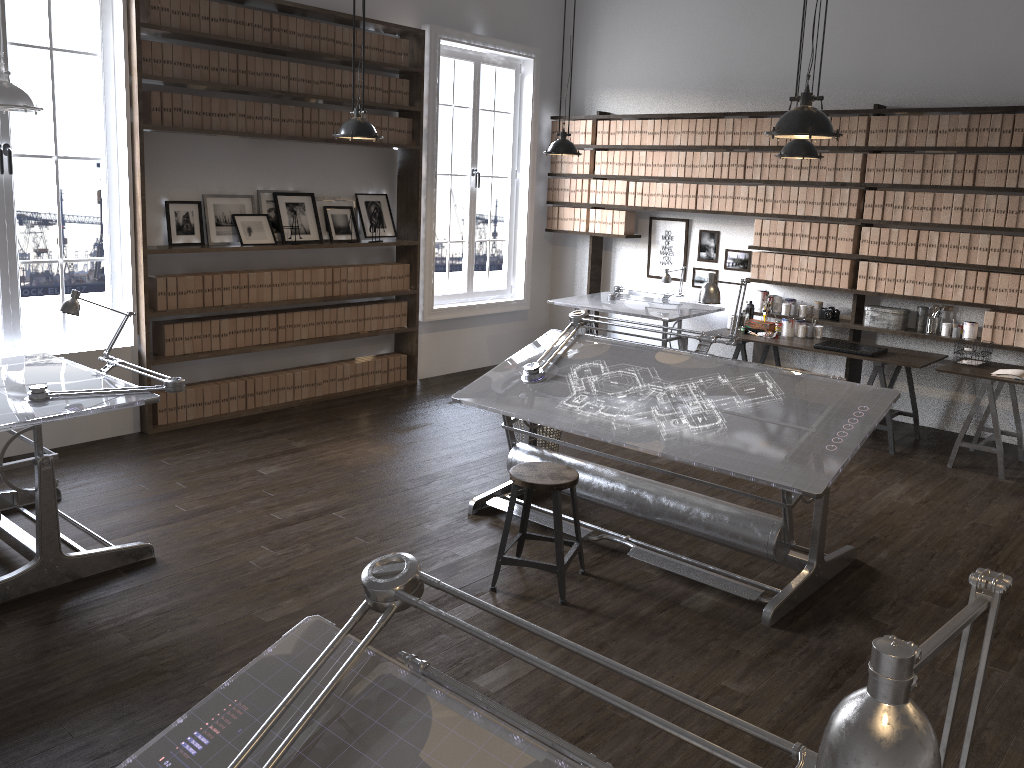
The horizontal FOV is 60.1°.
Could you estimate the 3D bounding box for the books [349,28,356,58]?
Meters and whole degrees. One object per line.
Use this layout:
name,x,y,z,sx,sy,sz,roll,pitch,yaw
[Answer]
books,-1.307,-2.669,6.968,0.175,0.223,0.067,12,14,40

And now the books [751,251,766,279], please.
books,2.096,-1.005,7.485,0.067,0.224,0.175,11,14,40

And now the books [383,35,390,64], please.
books,-1.076,-2.716,7.219,0.175,0.224,0.067,12,14,40

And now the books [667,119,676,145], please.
books,1.463,-2.233,7.887,0.067,0.223,0.175,11,14,40

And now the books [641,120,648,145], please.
books,1.254,-2.282,8.062,0.067,0.223,0.175,11,14,40

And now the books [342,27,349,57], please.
books,-1.350,-2.658,6.914,0.175,0.223,0.067,12,14,40

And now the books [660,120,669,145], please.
books,1.409,-2.245,7.930,0.067,0.223,0.175,11,14,40

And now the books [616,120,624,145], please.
books,1.045,-2.330,8.238,0.067,0.223,0.175,11,14,40

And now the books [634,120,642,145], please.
books,1.201,-2.293,8.102,0.067,0.224,0.175,11,14,40

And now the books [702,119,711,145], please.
books,1.720,-2.172,7.665,0.067,0.223,0.175,11,14,40

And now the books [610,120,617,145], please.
books,0.995,-2.344,8.287,0.067,0.223,0.175,11,14,40

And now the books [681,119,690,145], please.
books,1.565,-2.207,7.789,0.067,0.223,0.175,11,14,40

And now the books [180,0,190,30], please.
books,-2.230,-2.469,5.924,0.175,0.223,0.067,12,14,40

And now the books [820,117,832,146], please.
books,2.507,-1.985,6.987,0.067,0.223,0.175,11,14,40

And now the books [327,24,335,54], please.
books,-1.442,-2.637,6.804,0.175,0.224,0.067,12,14,40

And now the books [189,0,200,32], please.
books,-2.183,-2.479,5.975,0.175,0.223,0.067,12,14,40

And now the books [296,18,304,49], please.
books,-1.628,-2.598,6.599,0.175,0.223,0.067,12,14,40

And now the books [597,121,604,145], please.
books,0.883,-2.370,8.383,0.067,0.223,0.175,11,14,40

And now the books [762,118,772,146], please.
books,2.138,-2.072,7.302,0.067,0.223,0.175,11,14,40

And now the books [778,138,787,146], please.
books,2.246,-2.047,7.212,0.067,0.223,0.175,11,14,40

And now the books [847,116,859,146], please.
books,2.667,-1.947,6.848,0.067,0.223,0.175,11,14,40

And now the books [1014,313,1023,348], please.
books,3.603,-0.379,6.232,0.067,0.223,0.175,11,14,40

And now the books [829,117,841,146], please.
books,2.563,-1.972,6.939,0.067,0.223,0.175,11,14,40

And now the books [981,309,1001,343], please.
books,3.445,-0.416,6.365,0.067,0.224,0.175,11,14,40

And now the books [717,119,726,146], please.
books,1.832,-2.146,7.569,0.067,0.223,0.175,11,14,40

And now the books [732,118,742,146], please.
books,1.938,-2.120,7.477,0.067,0.223,0.175,11,14,40

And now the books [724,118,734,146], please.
books,1.882,-2.132,7.520,0.067,0.223,0.175,11,14,40

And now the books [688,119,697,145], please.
books,1.619,-2.194,7.743,0.067,0.224,0.175,11,14,40

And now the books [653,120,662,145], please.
books,1.354,-2.257,7.973,0.067,0.224,0.175,11,14,40

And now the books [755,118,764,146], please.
books,2.091,-2.084,7.344,0.067,0.223,0.175,11,14,40

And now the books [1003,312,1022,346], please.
books,3.553,-0.392,6.280,0.067,0.223,0.175,11,14,40

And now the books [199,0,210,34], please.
books,-2.134,-2.488,6.025,0.175,0.224,0.067,12,14,40

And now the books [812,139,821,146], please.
books,2.456,-1.996,7.024,0.067,0.224,0.175,11,14,40

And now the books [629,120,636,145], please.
books,1.154,-2.306,8.150,0.067,0.223,0.175,11,14,40

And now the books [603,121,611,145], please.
books,0.935,-2.356,8.331,0.067,0.224,0.175,11,14,40

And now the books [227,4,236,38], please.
books,-2.000,-2.517,6.175,0.175,0.224,0.067,12,14,40

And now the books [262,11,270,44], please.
books,-1.820,-2.558,6.388,0.175,0.223,0.067,12,14,40

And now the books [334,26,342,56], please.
books,-1.395,-2.647,6.858,0.175,0.223,0.067,12,14,40

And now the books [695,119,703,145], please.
books,1.669,-2.183,7.705,0.067,0.223,0.175,11,14,40

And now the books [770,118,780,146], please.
books,2.191,-2.059,7.254,0.067,0.224,0.175,11,14,40

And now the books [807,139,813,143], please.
books,2.402,-2.009,7.071,0.067,0.223,0.175,11,14,40

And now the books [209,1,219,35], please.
books,-2.087,-2.499,6.080,0.175,0.223,0.067,12,14,40

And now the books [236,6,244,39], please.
books,-1.960,-2.527,6.229,0.175,0.223,0.067,12,14,40

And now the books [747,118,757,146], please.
books,2.038,-2.095,7.383,0.067,0.224,0.175,11,14,40

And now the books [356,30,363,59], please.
books,-1.259,-2.679,7.019,0.175,0.223,0.067,12,14,40

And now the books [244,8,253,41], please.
books,-1.913,-2.537,6.281,0.175,0.223,0.067,12,14,40

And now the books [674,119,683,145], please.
books,1.512,-2.220,7.839,0.067,0.223,0.175,11,14,40

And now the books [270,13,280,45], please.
books,-1.766,-2.567,6.440,0.175,0.224,0.067,12,14,40

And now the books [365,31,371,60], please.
books,-1.210,-2.688,7.069,0.175,0.224,0.067,12,14,40

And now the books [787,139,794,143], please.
books,2.300,-2.035,7.168,0.067,0.223,0.175,11,14,40

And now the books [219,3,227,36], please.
books,-2.047,-2.508,6.128,0.175,0.223,0.067,12,14,40

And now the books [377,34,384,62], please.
books,-1.123,-2.708,7.172,0.175,0.223,0.067,12,14,40

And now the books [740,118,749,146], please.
books,1.992,-2.108,7.431,0.067,0.223,0.175,11,14,40

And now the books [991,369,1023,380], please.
books,3.370,-0.056,5.814,0.356,0.029,0.257,13,17,40

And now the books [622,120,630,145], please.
books,1.101,-2.318,8.195,0.067,0.223,0.175,11,14,40

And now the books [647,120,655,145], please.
books,1.300,-2.270,8.021,0.067,0.223,0.175,11,14,40

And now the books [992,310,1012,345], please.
books,3.499,-0.405,6.326,0.067,0.223,0.175,11,14,40

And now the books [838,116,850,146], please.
books,2.617,-1.960,6.896,0.067,0.223,0.175,11,14,40

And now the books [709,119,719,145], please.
books,1.772,-2.158,7.613,0.067,0.224,0.175,11,14,40
